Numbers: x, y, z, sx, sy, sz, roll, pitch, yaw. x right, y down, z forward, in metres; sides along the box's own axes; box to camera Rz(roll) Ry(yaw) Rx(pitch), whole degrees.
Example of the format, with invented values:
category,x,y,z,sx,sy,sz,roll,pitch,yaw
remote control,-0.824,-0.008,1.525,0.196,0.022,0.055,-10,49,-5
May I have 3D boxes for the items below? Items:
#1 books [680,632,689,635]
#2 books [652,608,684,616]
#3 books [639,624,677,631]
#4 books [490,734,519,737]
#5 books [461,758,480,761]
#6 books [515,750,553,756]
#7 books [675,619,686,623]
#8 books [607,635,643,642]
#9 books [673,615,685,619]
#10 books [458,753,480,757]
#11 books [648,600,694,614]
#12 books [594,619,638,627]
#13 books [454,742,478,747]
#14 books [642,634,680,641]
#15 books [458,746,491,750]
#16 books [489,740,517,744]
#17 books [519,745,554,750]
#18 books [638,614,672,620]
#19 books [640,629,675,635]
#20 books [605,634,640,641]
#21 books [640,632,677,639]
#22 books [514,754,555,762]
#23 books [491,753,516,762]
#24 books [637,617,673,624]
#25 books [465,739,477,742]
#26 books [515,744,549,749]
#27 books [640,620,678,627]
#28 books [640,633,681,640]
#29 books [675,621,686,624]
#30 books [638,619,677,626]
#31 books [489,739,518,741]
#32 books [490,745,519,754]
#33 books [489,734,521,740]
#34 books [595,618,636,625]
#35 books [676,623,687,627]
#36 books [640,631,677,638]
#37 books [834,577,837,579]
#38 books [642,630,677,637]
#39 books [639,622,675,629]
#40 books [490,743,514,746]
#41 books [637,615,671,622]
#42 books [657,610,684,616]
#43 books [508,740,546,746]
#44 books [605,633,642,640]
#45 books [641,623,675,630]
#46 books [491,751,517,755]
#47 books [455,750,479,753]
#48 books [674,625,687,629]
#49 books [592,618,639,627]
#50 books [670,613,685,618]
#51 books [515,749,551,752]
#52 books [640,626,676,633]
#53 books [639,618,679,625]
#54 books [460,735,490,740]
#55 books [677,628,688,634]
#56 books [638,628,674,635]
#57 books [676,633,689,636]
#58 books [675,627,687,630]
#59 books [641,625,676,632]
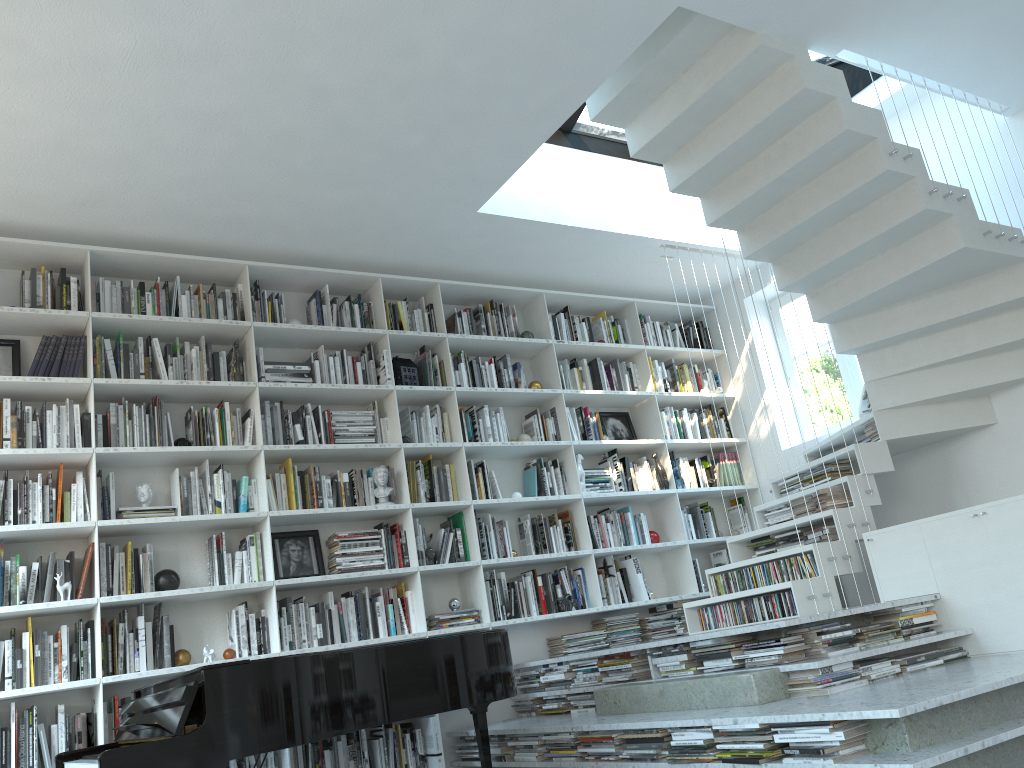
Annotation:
category,x,y,z,sx,sy,sz,roll,pitch,yaw
books,1.167,1.730,6.136,0.131,0.008,0.292,3,-21,-36
books,1.130,1.579,6.174,0.159,0.012,0.286,3,-21,-36
books,1.012,1.677,6.110,0.328,0.008,0.208,1,-20,-31
books,-0.015,1.899,4.824,0.137,0.018,0.201,0,-20,-29
books,-0.155,2.108,5.018,0.171,0.015,0.242,2,-20,-32
books,0.145,1.881,4.546,0.172,0.014,0.221,1,-20,-31
books,1.148,1.651,6.156,0.165,0.014,0.236,2,-20,-32
books,0.711,1.698,5.894,0.285,0.007,0.160,0,-19,-28
books,1.140,1.625,6.161,0.169,0.010,0.283,2,-21,-33
books,-0.168,2.086,5.019,0.179,0.012,0.262,0,-20,-30
books,1.113,1.551,6.174,0.204,0.035,0.267,1,-20,-31
books,0.692,1.599,5.926,0.254,0.005,0.161,0,-20,-29
books,-0.184,2.030,5.032,0.191,0.013,0.244,3,-21,-36
books,1.028,1.738,6.084,0.328,0.008,0.208,3,-21,-36
books,-0.173,2.053,5.029,0.188,0.009,0.211,2,-21,-33
books,-0.018,1.930,4.809,0.160,0.009,0.292,1,-20,-30
books,0.152,1.863,4.558,0.147,0.012,0.207,1,-20,-31
books,1.002,1.611,6.127,0.368,0.007,0.206,1,-20,-31
books,1.020,1.703,6.097,0.368,0.007,0.206,3,-21,-35
books,0.709,1.693,5.898,0.254,0.007,0.161,3,-21,-36
books,1.021,1.727,6.095,0.368,0.007,0.206,1,-20,-31
books,0.143,1.900,4.536,0.177,0.026,0.231,0,-20,-30
books,-0.014,2.003,4.782,0.189,0.029,0.238,2,-20,-32
books,1.006,1.632,6.120,0.327,0.008,0.208,1,-20,-30
books,-0.157,2.017,5.055,0.133,0.017,0.232,1,-20,-31
books,0.136,1.847,4.554,0.171,0.020,0.194,0,-20,-29
books,1.010,1.654,6.114,0.327,0.008,0.208,1,-20,-30
books,1.026,1.732,6.088,0.327,0.008,0.208,0,-20,-30
books,1.146,1.661,6.151,0.158,0.008,0.293,0,-20,-30
books,1.007,1.648,6.119,0.368,0.007,0.206,2,-21,-33
books,-0.011,1.923,4.816,0.126,0.005,0.291,4,-22,-37
books,-0.027,1.964,4.789,0.191,0.028,0.213,0,-20,-29
books,-0.009,1.914,4.822,0.135,0.014,0.298,1,-20,-31
books,0.691,1.588,5.927,0.254,0.005,0.161,4,-22,-37
books,1.155,1.677,6.149,0.149,0.013,0.210,0,-20,-30
books,1.018,1.720,6.099,0.328,0.008,0.208,2,-20,-32
books,2.081,1.362,6.115,0.286,0.017,0.171,2,-21,-33
books,1.019,1.712,6.099,0.328,0.008,0.208,2,-21,-33
books,1.013,1.661,6.109,0.328,0.008,0.208,3,-21,-35
books,-0.007,1.943,4.812,0.143,0.019,0.231,1,-20,-31
books,1.008,1.615,6.117,0.368,0.007,0.206,4,-22,-37
books,1.134,1.596,6.169,0.165,0.015,0.244,0,-20,-30
books,0.130,1.830,4.557,0.180,0.015,0.295,2,-21,-34
books,0.705,1.687,5.903,0.285,0.007,0.160,1,-20,-31
books,1.014,1.668,6.107,0.368,0.007,0.206,0,-20,-30
books,-0.007,1.983,4.795,0.147,0.012,0.207,4,-22,-37
books,-0.173,2.063,5.025,0.177,0.012,0.279,3,-21,-36
books,1.146,1.689,6.139,0.183,0.012,0.206,2,-21,-33
books,0.690,1.595,5.929,0.285,0.005,0.160,3,-21,-35
books,1.131,1.611,6.161,0.173,0.019,0.197,0,-19,-28
books,0.155,1.872,4.556,0.149,0.007,0.301,2,-20,-32
books,1.016,1.690,6.103,0.328,0.008,0.208,2,-21,-34
books,1.012,1.637,6.112,0.327,0.008,0.208,0,-19,-28
books,-0.171,2.001,5.052,0.158,0.014,0.235,2,-21,-34
books,1.159,1.714,6.137,0.160,0.025,0.244,2,-21,-33
books,1.018,1.697,6.101,0.327,0.008,0.208,1,-20,-30
books,1.160,1.739,6.127,0.159,0.012,0.279,0,-20,-30
books,1.147,1.698,6.136,0.168,0.008,0.282,3,-21,-36
books,1.013,1.684,6.108,0.368,0.007,0.206,1,-20,-31
